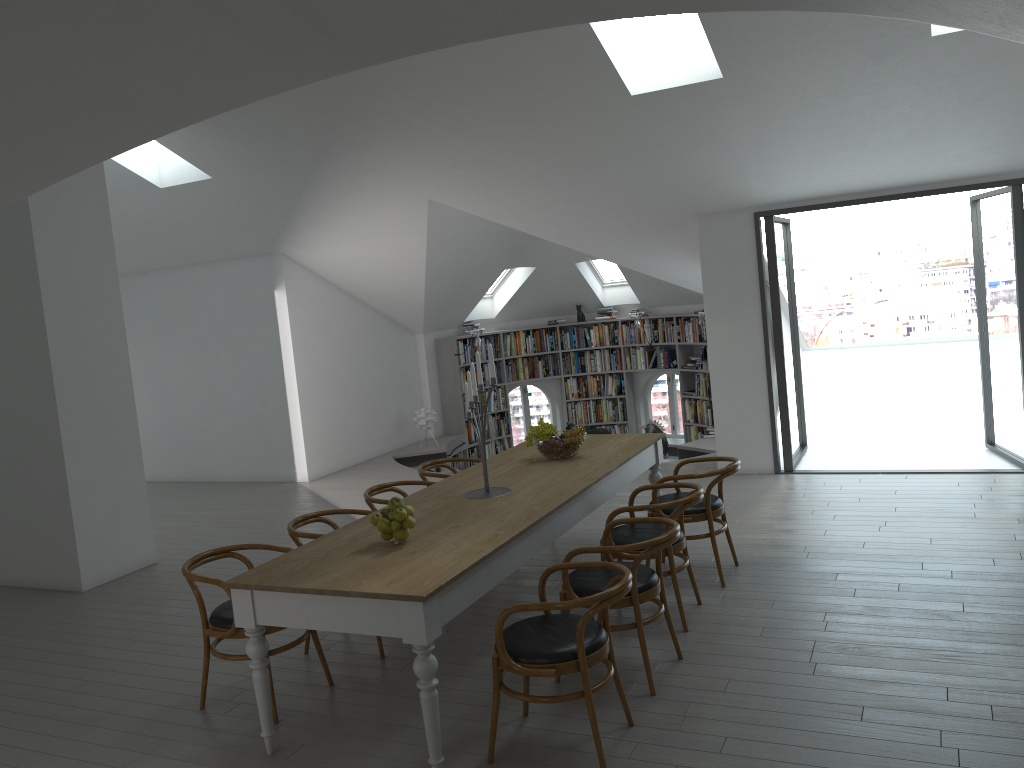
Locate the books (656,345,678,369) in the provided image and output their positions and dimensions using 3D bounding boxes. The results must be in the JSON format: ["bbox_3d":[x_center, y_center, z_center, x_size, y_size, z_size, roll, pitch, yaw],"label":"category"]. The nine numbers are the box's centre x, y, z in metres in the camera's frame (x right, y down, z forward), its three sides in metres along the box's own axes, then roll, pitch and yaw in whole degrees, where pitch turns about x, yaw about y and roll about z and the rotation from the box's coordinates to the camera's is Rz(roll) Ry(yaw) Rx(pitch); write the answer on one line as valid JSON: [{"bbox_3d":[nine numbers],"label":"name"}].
[{"bbox_3d":[2.321,-0.400,12.852,0.225,0.340,0.399,-10,7,-44],"label":"books"}]

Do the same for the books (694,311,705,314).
[{"bbox_3d":[2.711,-0.990,12.130,0.317,0.036,0.336,-7,6,-11],"label":"books"}]

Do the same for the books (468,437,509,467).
[{"bbox_3d":[-0.401,0.990,13.025,0.282,0.319,0.920,-1,7,44],"label":"books"}]

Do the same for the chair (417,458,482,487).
[{"bbox_3d":[-0.346,0.930,6.428,0.621,0.733,0.529,-3,5,29],"label":"chair"}]

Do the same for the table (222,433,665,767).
[{"bbox_3d":[-0.034,0.997,5.119,1.018,0.797,3.359,-3,6,26],"label":"table"}]

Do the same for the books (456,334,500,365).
[{"bbox_3d":[-0.584,-0.498,12.873,0.300,0.360,1.035,-1,7,42],"label":"books"}]

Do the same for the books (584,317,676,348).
[{"bbox_3d":[1.816,-0.776,13.170,1.564,0.366,0.395,-2,6,31],"label":"books"}]

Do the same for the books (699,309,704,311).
[{"bbox_3d":[2.708,-1.018,12.128,0.233,0.027,0.248,-6,6,-1],"label":"books"}]

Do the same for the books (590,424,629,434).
[{"bbox_3d":[1.357,0.762,13.553,1.018,0.306,0.288,-5,5,11],"label":"books"}]

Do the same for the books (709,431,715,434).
[{"bbox_3d":[2.466,0.540,10.416,0.286,0.034,0.305,-4,6,16],"label":"books"}]

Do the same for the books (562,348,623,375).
[{"bbox_3d":[1.255,-0.362,13.514,1.027,0.358,0.301,-5,5,12],"label":"books"}]

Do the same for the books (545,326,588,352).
[{"bbox_3d":[0.805,-0.698,13.523,0.682,0.345,0.265,-6,5,3],"label":"books"}]

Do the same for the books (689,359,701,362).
[{"bbox_3d":[2.647,-0.344,12.491,0.213,0.036,0.227,-7,6,-14],"label":"books"}]

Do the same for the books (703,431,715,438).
[{"bbox_3d":[2.470,0.576,10.419,0.365,0.042,0.389,-3,6,26],"label":"books"}]

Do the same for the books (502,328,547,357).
[{"bbox_3d":[0.140,-0.628,13.389,0.794,0.372,0.269,-8,5,-20],"label":"books"}]

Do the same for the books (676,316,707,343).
[{"bbox_3d":[2.632,-0.766,12.253,0.306,0.366,0.970,-8,6,-20],"label":"books"}]

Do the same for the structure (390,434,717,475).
[{"bbox_3d":[0.872,1.006,11.422,4.714,0.692,4.715,-8,6,-19],"label":"structure"}]

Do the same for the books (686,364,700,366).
[{"bbox_3d":[2.653,-0.282,12.496,0.270,0.031,0.286,-9,7,-29],"label":"books"}]

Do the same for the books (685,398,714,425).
[{"bbox_3d":[2.739,0.374,12.352,0.272,0.350,0.873,-8,6,-22],"label":"books"}]

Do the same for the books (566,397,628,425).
[{"bbox_3d":[1.338,0.401,13.528,1.031,0.357,0.293,-5,5,11],"label":"books"}]

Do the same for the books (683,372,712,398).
[{"bbox_3d":[2.722,0.002,12.241,0.252,0.351,0.975,-8,6,-21],"label":"books"}]

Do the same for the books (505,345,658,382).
[{"bbox_3d":[1.025,-0.317,13.370,2.528,0.370,0.592,-5,5,7],"label":"books"}]

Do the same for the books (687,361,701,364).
[{"bbox_3d":[2.650,-0.313,12.494,0.269,0.031,0.286,-7,6,-14],"label":"books"}]

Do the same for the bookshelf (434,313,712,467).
[{"bbox_3d":[1.385,0.059,12.603,4.329,1.876,2.115,-3,6,26],"label":"bookshelf"}]

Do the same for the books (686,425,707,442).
[{"bbox_3d":[2.825,0.760,12.097,0.360,0.310,1.500,-7,6,-12],"label":"books"}]

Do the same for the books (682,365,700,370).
[{"bbox_3d":[2.657,-0.249,12.498,0.366,0.042,0.388,-8,6,-24],"label":"books"}]

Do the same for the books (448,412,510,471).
[{"bbox_3d":[-0.601,0.846,12.742,0.390,0.694,1.645,-3,6,36],"label":"books"}]

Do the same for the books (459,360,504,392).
[{"bbox_3d":[-0.543,-0.116,12.923,0.303,0.347,1.091,-1,7,41],"label":"books"}]

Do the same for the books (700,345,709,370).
[{"bbox_3d":[2.781,-0.368,12.041,0.256,0.350,0.554,-7,6,-17],"label":"books"}]

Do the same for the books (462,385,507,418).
[{"bbox_3d":[-0.491,0.261,12.903,0.260,0.358,1.022,-1,7,43],"label":"books"}]

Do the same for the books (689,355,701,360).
[{"bbox_3d":[2.644,-0.375,12.489,0.269,0.031,0.286,-5,6,6],"label":"books"}]

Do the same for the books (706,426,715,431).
[{"bbox_3d":[2.463,0.508,10.414,0.269,0.031,0.286,-2,7,36],"label":"books"}]

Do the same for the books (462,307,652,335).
[{"bbox_3d":[0.649,-0.966,13.243,2.814,0.173,0.749,-6,6,-4],"label":"books"}]

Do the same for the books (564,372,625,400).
[{"bbox_3d":[1.285,0.019,13.501,0.997,0.351,0.298,-5,5,9],"label":"books"}]

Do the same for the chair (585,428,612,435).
[{"bbox_3d":[0.979,0.983,11.486,0.822,0.718,0.743,-4,5,21],"label":"chair"}]
